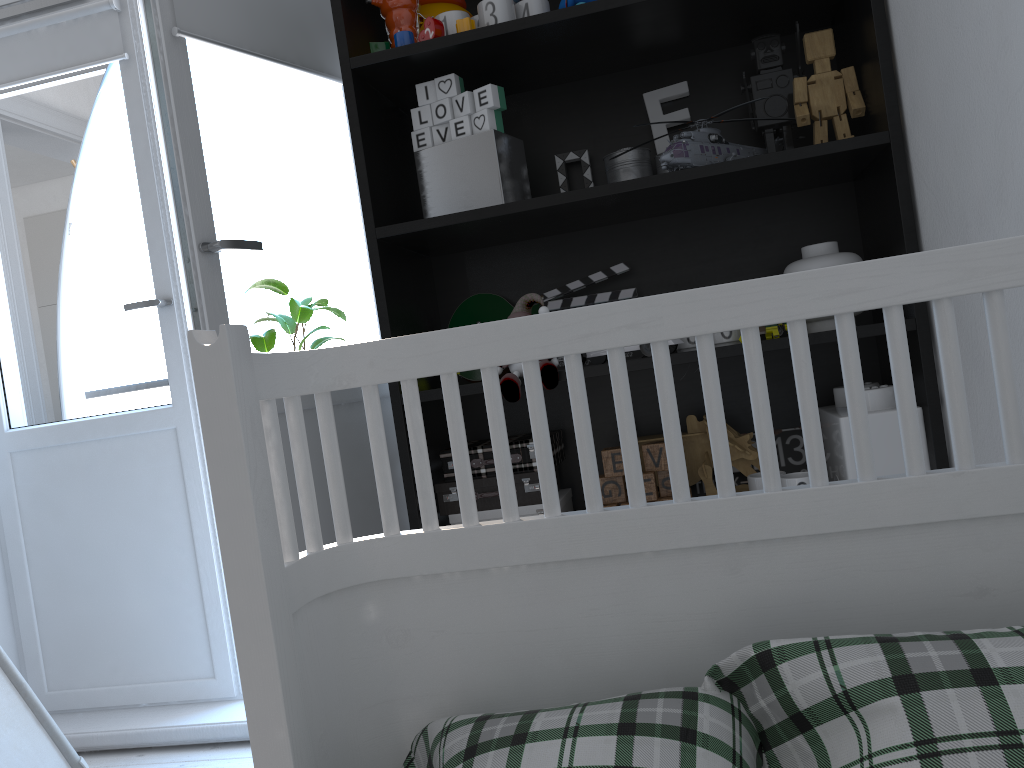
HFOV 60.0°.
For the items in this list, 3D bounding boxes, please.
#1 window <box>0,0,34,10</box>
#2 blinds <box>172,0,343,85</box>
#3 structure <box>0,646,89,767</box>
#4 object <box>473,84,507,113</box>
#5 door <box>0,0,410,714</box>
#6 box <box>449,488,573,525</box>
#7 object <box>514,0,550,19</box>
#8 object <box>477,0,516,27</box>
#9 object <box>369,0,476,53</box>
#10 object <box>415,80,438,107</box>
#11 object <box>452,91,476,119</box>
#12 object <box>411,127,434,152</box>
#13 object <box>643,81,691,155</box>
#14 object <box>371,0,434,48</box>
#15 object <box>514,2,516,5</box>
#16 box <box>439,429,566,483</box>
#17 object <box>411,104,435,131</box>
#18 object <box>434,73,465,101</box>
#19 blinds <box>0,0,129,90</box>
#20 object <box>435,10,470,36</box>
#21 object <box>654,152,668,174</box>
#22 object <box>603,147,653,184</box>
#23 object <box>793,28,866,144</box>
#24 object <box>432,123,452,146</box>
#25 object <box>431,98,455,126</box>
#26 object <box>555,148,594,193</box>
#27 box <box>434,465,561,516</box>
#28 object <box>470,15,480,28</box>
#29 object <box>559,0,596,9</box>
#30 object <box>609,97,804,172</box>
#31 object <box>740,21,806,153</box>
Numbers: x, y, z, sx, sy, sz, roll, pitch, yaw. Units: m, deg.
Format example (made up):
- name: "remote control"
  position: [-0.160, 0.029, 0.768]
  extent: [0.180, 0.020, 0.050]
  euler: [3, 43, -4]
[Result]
- name: "window"
  position: [-1.017, -1.338, 2.228]
  extent: [1.263, 0.660, 0.101]
  euler: [-8, 1, 12]
- name: "blinds"
  position: [-0.486, -0.846, 1.834]
  extent: [0.032, 0.390, 0.565]
  euler: [-8, 1, 32]
- name: "structure"
  position: [-1.545, 0.122, 1.611]
  extent: [1.142, 1.750, 1.143]
  euler: [-9, 1, -12]
- name: "object"
  position: [-0.040, -0.509, 1.590]
  extent: [0.040, 0.040, 0.040]
  euler: [-8, 1, 37]
- name: "door"
  position: [-0.891, -0.091, 2.010]
  extent: [1.264, 1.839, 0.636]
  euler: [-8, 1, 14]
- name: "box"
  position: [0.004, 0.262, 1.751]
  extent: [0.216, 0.062, 0.179]
  euler: [-8, 1, 12]
- name: "object"
  position: [0.029, -0.737, 1.631]
  extent: [0.077, 0.213, 0.077]
  euler: [-9, 1, -45]
- name: "object"
  position: [-0.025, -0.655, 1.606]
  extent: [0.067, 0.067, 0.067]
  euler: [-8, 1, 13]
- name: "object"
  position: [-0.154, -0.702, 1.718]
  extent: [0.197, 0.197, 0.318]
  euler: [-8, 1, 8]
- name: "object"
  position: [-0.150, -0.534, 1.642]
  extent: [0.040, 0.040, 0.040]
  euler: [-8, 1, 17]
- name: "object"
  position: [-0.079, -0.503, 1.610]
  extent: [0.040, 0.040, 0.040]
  euler: [-8, 1, 42]
- name: "object"
  position: [-0.158, -0.451, 1.654]
  extent: [0.040, 0.040, 0.040]
  euler: [-8, 1, 27]
- name: "object"
  position: [0.324, -0.527, 1.772]
  extent: [0.107, 0.151, 0.055]
  euler: [-8, 1, 12]
- name: "object"
  position: [-0.202, -0.699, 1.656]
  extent: [0.105, 0.203, 0.072]
  euler: [-8, 1, 19]
- name: "object"
  position: [-0.011, -0.706, 1.766]
  extent: [0.063, 0.160, 0.063]
  euler: [-9, 1, -10]
- name: "box"
  position: [-0.014, 0.141, 1.751]
  extent: [0.216, 0.062, 0.179]
  euler: [-8, 1, 12]
- name: "object"
  position: [-0.159, -0.492, 1.651]
  extent: [0.040, 0.040, 0.040]
  euler: [-8, 1, 22]
- name: "object"
  position: [-0.113, -0.539, 1.623]
  extent: [0.040, 0.040, 0.040]
  euler: [-8, 1, 22]
- name: "blinds"
  position: [-1.251, -0.854, 2.279]
  extent: [0.565, 0.158, 0.032]
  euler: [-8, 1, 12]
- name: "object"
  position: [-0.107, -0.643, 1.639]
  extent: [0.067, 0.067, 0.067]
  euler: [-8, 1, 13]
- name: "object"
  position: [0.313, -0.411, 1.651]
  extent: [0.078, 0.091, 0.246]
  euler: [-8, 1, 6]
- name: "object"
  position: [0.233, -0.408, 1.753]
  extent: [0.095, 0.110, 0.095]
  euler: [-8, 1, 16]
- name: "object"
  position: [0.549, -0.508, 1.553]
  extent: [0.114, 0.221, 0.052]
  euler: [-8, 1, 11]
- name: "object"
  position: [-0.121, -0.457, 1.643]
  extent: [0.040, 0.040, 0.040]
  euler: [-8, 1, 17]
- name: "object"
  position: [-0.119, -0.498, 1.630]
  extent: [0.040, 0.040, 0.040]
  euler: [-8, 1, 32]
- name: "object"
  position: [0.132, -0.405, 1.808]
  extent: [0.070, 0.135, 0.028]
  euler: [-8, 1, 11]
- name: "box"
  position: [-0.024, 0.204, 1.754]
  extent: [0.216, 0.062, 0.179]
  euler: [-8, 1, 12]
- name: "object"
  position: [-0.046, -0.653, 1.671]
  extent: [0.067, 0.067, 0.067]
  euler: [-9, 1, -14]
- name: "object"
  position: [0.142, -0.709, 1.609]
  extent: [0.121, 0.126, 0.087]
  euler: [-9, 1, -11]
- name: "object"
  position: [0.357, -0.423, 1.608]
  extent: [0.368, 0.106, 0.349]
  euler: [-8, 1, 14]
- name: "object"
  position: [0.486, -0.519, 1.629]
  extent: [0.117, 0.259, 0.081]
  euler: [-8, 1, 12]
